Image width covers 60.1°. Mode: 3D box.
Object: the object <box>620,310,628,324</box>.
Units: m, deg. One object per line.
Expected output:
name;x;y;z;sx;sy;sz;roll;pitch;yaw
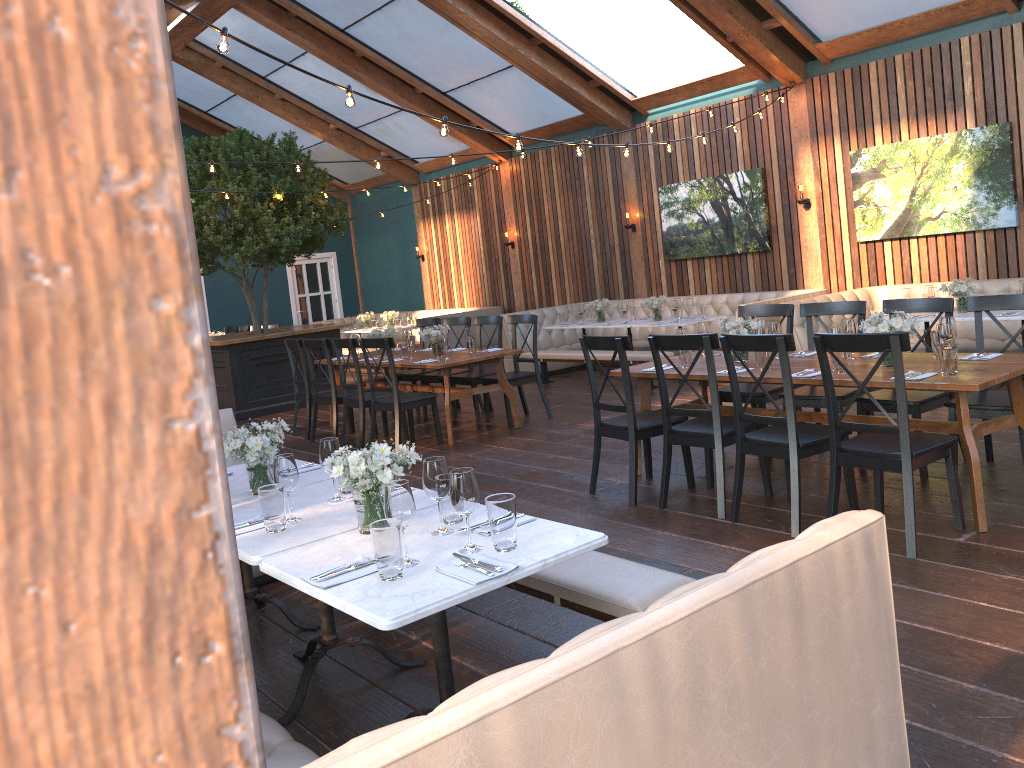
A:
object;1.343;-0.801;10.590;0.091;0.157;0.092;-3;6;39

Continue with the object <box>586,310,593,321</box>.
object;1.021;-0.910;11.674;0.091;0.157;0.092;-3;6;39

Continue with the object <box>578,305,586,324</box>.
object;0.896;-0.890;11.306;0.092;0.243;0.093;-6;4;10

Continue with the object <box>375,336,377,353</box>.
object;-1.476;-0.469;9.697;0.092;0.243;0.093;-4;5;33

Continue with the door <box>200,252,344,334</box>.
door;-6.803;-0.998;16.198;8.221;2.199;0.174;-12;6;-38

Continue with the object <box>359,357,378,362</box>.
object;-1.430;-0.255;8.903;0.256;0.019;0.157;-12;9;-37

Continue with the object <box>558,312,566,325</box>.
object;0.657;-0.851;11.536;0.091;0.157;0.092;-3;6;39

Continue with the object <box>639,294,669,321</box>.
object;1.699;-0.900;10.464;0.337;0.308;0.330;-9;6;-21

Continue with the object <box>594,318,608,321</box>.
object;1.165;-0.844;11.584;0.256;0.019;0.157;-12;9;-37

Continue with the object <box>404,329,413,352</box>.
object;-1.078;-0.452;9.246;0.093;0.243;0.092;-10;6;-40

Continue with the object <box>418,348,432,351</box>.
object;-0.904;-0.358;9.268;0.256;0.019;0.157;-12;9;-37

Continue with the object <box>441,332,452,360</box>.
object;-0.599;-0.346;8.046;0.093;0.243;0.092;-9;5;-35

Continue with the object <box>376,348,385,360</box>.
object;-1.304;-0.323;8.783;0.092;0.157;0.092;-9;6;-31

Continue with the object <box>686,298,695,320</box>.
object;2.047;-0.862;10.133;0.092;0.243;0.093;-6;4;10

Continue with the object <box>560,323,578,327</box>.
object;0.744;-0.760;11.304;0.256;0.019;0.157;-12;9;-37

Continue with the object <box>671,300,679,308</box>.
object;1.860;-0.833;10.067;0.093;0.243;0.092;-9;5;-35

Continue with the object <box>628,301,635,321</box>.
object;1.482;-0.906;10.936;0.092;0.243;0.093;-6;4;10

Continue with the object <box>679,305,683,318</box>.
object;1.977;-0.854;10.453;0.091;0.157;0.092;-3;6;39

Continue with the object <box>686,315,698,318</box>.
object;2.122;-0.788;10.362;0.256;0.019;0.157;-12;9;-37

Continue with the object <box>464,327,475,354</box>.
object;-0.401;-0.413;8.379;0.092;0.243;0.092;-7;4;-12

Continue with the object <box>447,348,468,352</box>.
object;-0.578;-0.341;8.840;0.256;0.019;0.157;-12;9;-37

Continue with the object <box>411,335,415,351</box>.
object;-1.064;-0.429;9.350;0.092;0.157;0.092;-7;5;-11

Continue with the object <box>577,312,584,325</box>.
object;0.872;-0.831;11.204;0.091;0.157;0.092;-3;6;39

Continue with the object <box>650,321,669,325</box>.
object;1.708;-0.702;10.065;0.256;0.019;0.157;-12;9;-37

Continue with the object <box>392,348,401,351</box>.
object;-1.272;-0.381;9.718;0.256;0.019;0.157;-12;9;-37

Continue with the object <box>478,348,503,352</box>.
object;-0.218;-0.320;8.377;0.256;0.019;0.157;-12;9;-37

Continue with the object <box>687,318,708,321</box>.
object;2.070;-0.730;9.975;0.158;0.019;0.255;-12;9;-37

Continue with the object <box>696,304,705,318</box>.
object;2.156;-0.828;10.106;0.092;0.157;0.092;-6;5;-1

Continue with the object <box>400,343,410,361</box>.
object;-1.003;-0.300;8.358;0.092;0.157;0.092;-7;5;-11

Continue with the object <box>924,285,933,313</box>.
object;3.781;-0.772;8.006;0.092;0.243;0.093;-6;4;10

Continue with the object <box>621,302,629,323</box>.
object;1.366;-0.861;10.693;0.092;0.243;0.093;-6;4;10

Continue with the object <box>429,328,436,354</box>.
object;-0.776;-0.430;8.809;0.092;0.243;0.093;-6;4;5

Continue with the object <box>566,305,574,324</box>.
object;0.757;-0.901;11.504;0.092;0.243;0.093;-6;4;10

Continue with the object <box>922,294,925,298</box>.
object;3.814;-0.747;8.114;0.091;0.157;0.092;-3;6;39

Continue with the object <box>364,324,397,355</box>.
object;-1.357;-0.463;9.306;0.338;0.308;0.329;-12;8;-42

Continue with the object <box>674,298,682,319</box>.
object;1.944;-0.879;10.345;0.092;0.243;0.093;-6;4;10

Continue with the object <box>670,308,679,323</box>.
object;1.836;-0.773;9.965;0.091;0.157;0.092;-3;6;39

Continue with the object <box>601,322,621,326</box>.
object;1.214;-0.730;10.690;0.256;0.019;0.157;-12;9;-37

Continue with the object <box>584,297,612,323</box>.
object;1.107;-0.935;11.219;0.337;0.308;0.329;-9;6;-25

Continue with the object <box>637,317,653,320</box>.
object;1.659;-0.815;10.953;0.256;0.019;0.157;-12;9;-37

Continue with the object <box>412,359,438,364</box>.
object;-0.766;-0.212;8.033;0.256;0.019;0.157;-12;9;-37

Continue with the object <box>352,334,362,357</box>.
object;-1.638;-0.408;9.374;0.092;0.243;0.093;-6;4;10

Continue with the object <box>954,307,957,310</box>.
object;3.958;-0.680;8.023;0.256;0.019;0.157;-12;9;-37

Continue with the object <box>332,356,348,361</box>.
object;-1.816;-0.273;9.367;0.256;0.019;0.157;-12;9;-37

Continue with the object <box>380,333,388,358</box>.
object;-1.279;-0.385;8.901;0.093;0.243;0.092;-10;6;-40

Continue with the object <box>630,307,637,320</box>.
object;1.515;-0.881;11.044;0.091;0.157;0.092;-3;6;39

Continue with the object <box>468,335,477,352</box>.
object;-0.374;-0.386;8.477;0.092;0.157;0.092;-6;5;-1

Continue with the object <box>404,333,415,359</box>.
object;-0.982;-0.364;8.497;0.093;0.243;0.092;-9;5;-35

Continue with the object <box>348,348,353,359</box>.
object;-1.668;-0.344;9.247;0.092;0.157;0.092;-8;5;-21

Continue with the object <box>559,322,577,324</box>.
object;0.758;-0.811;11.677;0.158;0.019;0.255;-12;9;-37

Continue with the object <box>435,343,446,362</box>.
object;-0.632;-0.281;7.907;0.092;0.157;0.092;-6;5;-1

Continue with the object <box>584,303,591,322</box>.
object;0.988;-0.935;11.566;0.092;0.243;0.093;-6;4;10

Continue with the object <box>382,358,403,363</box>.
object;-1.123;-0.234;8.493;0.256;0.019;0.157;-12;9;-37

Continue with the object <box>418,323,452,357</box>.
object;-0.733;-0.420;8.463;0.329;0.308;0.338;-6;6;0
